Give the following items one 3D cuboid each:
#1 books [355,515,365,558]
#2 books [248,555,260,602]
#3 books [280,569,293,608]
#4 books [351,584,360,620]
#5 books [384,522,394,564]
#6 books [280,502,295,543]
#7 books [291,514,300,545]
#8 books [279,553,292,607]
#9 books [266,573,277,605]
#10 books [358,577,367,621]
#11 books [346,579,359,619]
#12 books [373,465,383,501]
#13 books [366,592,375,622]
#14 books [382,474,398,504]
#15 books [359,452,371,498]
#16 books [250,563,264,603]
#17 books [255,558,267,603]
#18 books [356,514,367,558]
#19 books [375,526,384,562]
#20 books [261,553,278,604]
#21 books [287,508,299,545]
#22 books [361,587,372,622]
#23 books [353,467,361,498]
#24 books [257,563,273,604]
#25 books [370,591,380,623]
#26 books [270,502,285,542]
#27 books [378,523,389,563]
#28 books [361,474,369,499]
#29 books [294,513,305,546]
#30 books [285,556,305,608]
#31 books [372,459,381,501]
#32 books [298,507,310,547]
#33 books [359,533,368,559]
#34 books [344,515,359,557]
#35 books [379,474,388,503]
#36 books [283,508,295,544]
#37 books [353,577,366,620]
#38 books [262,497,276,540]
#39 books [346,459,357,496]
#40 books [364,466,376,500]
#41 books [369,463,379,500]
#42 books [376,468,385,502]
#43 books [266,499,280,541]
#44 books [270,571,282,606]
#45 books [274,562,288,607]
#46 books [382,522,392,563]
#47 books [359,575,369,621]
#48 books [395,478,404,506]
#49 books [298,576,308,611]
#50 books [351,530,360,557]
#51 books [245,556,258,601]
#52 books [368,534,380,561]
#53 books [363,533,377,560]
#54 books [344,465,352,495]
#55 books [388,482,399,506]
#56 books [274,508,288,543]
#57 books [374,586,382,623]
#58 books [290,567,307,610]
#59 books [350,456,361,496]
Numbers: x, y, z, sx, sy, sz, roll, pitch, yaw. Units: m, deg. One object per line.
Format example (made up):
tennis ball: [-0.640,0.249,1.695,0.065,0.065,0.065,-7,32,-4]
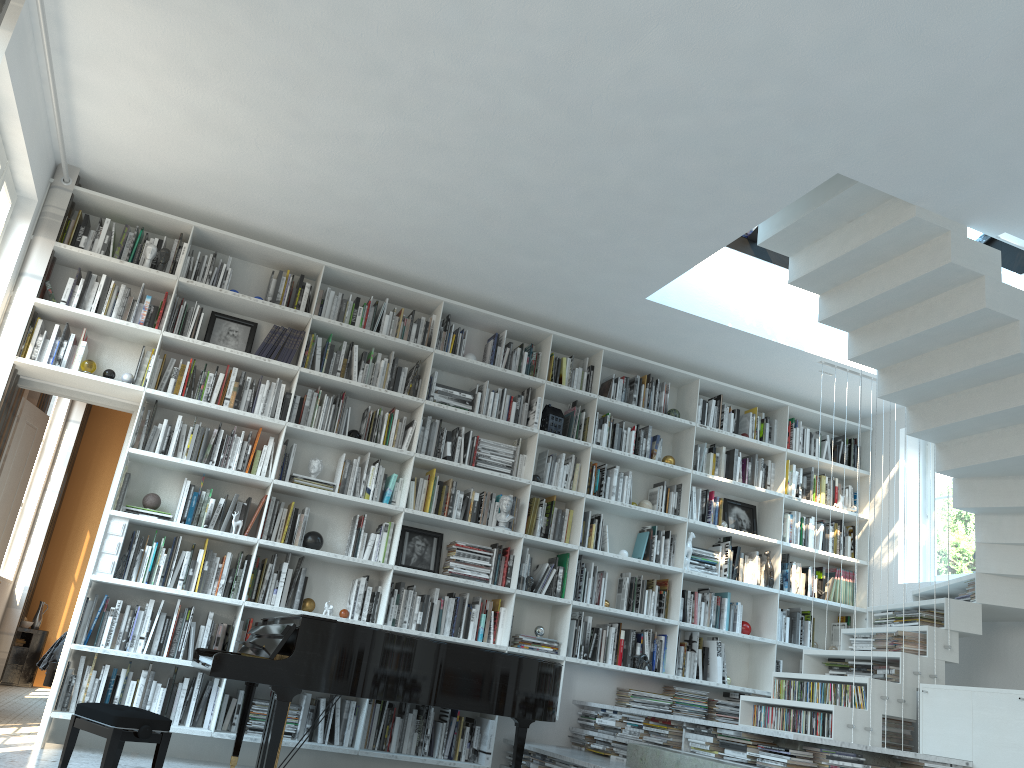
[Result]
books: [-1.002,0.998,5.723,0.011,0.290,0.156,15,-19,-19]
books: [-1.583,1.194,5.412,0.013,0.282,0.147,15,-19,-19]
books: [-1.404,1.268,5.480,0.029,0.240,0.136,15,-19,-19]
books: [-1.011,1.386,5.621,0.015,0.224,0.148,15,-19,-19]
books: [-0.823,1.046,5.767,0.021,0.280,0.162,15,-19,-19]
books: [-1.417,0.881,5.547,0.026,0.273,0.190,15,-20,-19]
books: [-1.373,0.931,5.571,0.011,0.207,0.180,15,-20,-19]
books: [-1.419,1.219,5.496,0.013,0.337,0.138,15,-19,-19]
books: [-1.484,1.264,5.436,0.024,0.195,0.157,15,-20,-19]
books: [-0.970,1.371,5.638,0.010,0.276,0.156,15,-19,-19]
books: [-1.019,1.367,5.614,0.012,0.253,0.161,15,-19,-19]
books: [-0.904,0.676,5.834,0.023,0.259,0.170,15,-19,-19]
books: [-0.921,1.427,5.652,0.031,0.194,0.142,15,-20,-19]
books: [-0.824,0.713,5.855,0.060,0.226,0.179,15,-20,-19]
books: [-0.986,0.621,5.819,0.010,0.328,0.174,15,-19,-19]
books: [-1.566,1.219,5.409,0.030,0.238,0.157,15,-19,-19]
books: [-1.541,1.207,5.414,0.012,0.271,0.181,15,-19,-19]
books: [-0.989,0.997,5.725,0.012,0.297,0.166,15,-19,-19]
books: [-0.876,1.049,5.743,0.012,0.243,0.171,15,-20,-19]
books: [-1.491,1.203,5.444,0.014,0.312,0.166,15,-19,-19]
books: [-1.395,0.913,5.589,0.028,0.247,0.143,15,-19,-19]
books: [-0.939,1.402,5.629,0.029,0.220,0.153,15,-20,-19]
books: [-1.023,0.665,5.801,0.048,0.224,0.150,15,-19,-19]
books: [-1.522,1.227,5.426,0.042,0.247,0.163,15,-19,-19]
books: [-0.891,1.428,5.650,0.024,0.200,0.159,15,-20,-19]
books: [-1.476,0.876,5.543,0.036,0.262,0.167,15,-19,-19]
books: [-0.858,1.044,5.759,0.027,0.268,0.178,15,-19,-19]
books: [-0.986,0.695,5.816,0.025,0.188,0.140,15,-20,-19]
books: [-1.353,0.932,5.575,0.028,0.215,0.175,15,-20,-19]
books: [-1.356,1.233,5.492,0.050,0.327,0.167,15,-19,-19]
books: [-0.917,0.653,5.834,0.011,0.299,0.179,15,-19,-19]
books: [-1.329,0.919,5.605,0.028,0.265,0.145,15,-19,-19]
books: [-0.981,1.058,5.720,0.030,0.182,0.155,15,-20,-19]
books: [-1.033,0.990,5.704,0.012,0.284,0.160,15,-19,-19]
books: [-0.873,0.712,5.861,0.026,0.218,0.150,15,-20,-19]
books: [-1.408,0.905,5.567,0.014,0.243,0.153,15,-19,-19]
books: [-0.982,1.366,5.619,0.027,0.268,0.159,15,-19,-19]
books: [-1.526,0.852,5.530,0.025,0.283,0.145,15,-19,-19]
books: [-1.062,0.632,5.789,0.022,0.266,0.151,15,-19,-19]
books: [-0.950,0.670,5.817,0.028,0.246,0.170,15,-20,-19]
books: [-0.927,0.664,5.817,0.012,0.264,0.193,15,-20,-19]
books: [-0.892,0.689,5.859,0.022,0.255,0.152,15,-19,-19]
books: [-1.506,0.865,5.541,0.026,0.274,0.155,15,-19,-19]
books: [-1.460,1.260,5.443,0.021,0.214,0.172,15,-20,-19]
books: [-1.433,1.240,5.456,0.027,0.268,0.185,15,-20,-19]
books: [-0.837,1.042,5.759,0.011,0.278,0.188,15,-19,-19]
books: [-0.957,1.366,5.641,0.014,0.290,0.132,15,-19,-19]
books: [-0.768,0.741,5.894,0.026,0.216,0.126,15,-19,-19]
books: [-1.312,1.306,5.506,0.023,0.211,0.160,15,-20,-19]
books: [-1.021,1.039,5.691,0.025,0.185,0.154,15,-20,-19]
books: [-1.600,1.196,5.415,0.013,0.274,0.147,15,-19,-19]
books: [-0.900,1.074,5.738,0.024,0.187,0.173,15,-20,-19]
books: [-0.935,1.062,5.721,0.057,0.188,0.156,15,-20,-19]
books: [-1.091,0.649,5.788,0.024,0.226,0.138,15,-19,-19]
books: [-0.794,0.751,5.878,0.027,0.180,0.142,15,-20,-19]
books: [-1.452,0.901,5.550,0.025,0.227,0.153,15,-19,-19]
books: [-0.878,1.421,5.687,0.019,0.241,0.107,15,-19,-19]
books: [-1.325,1.273,5.492,0.027,0.260,0.164,15,-19,-19]
books: [-1.040,0.625,5.787,0.012,0.285,0.168,15,-19,-19]
